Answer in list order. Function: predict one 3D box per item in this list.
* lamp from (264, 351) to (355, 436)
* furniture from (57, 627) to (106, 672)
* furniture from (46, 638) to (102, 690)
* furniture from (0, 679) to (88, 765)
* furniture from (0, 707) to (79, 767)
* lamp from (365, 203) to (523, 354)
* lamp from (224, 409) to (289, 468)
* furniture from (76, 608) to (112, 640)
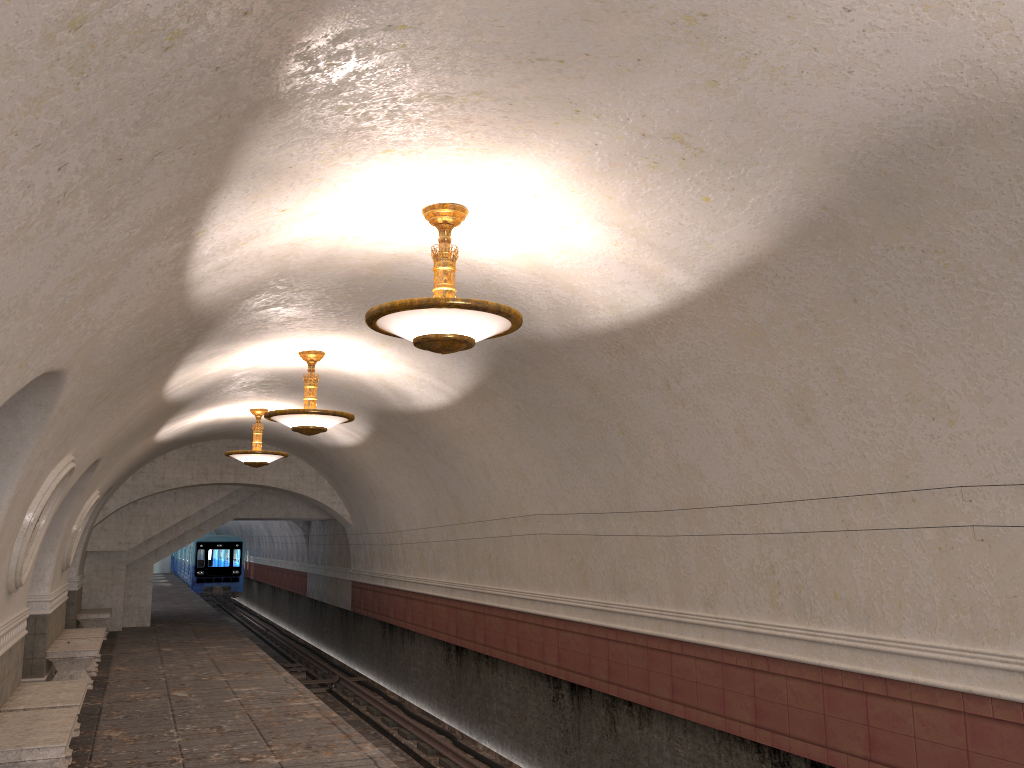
[{"bbox_3d":[-2.299,0.118,10.122,1.008,0.955,1.008,1,-10,-7],"label":"lamp"},{"bbox_3d":[-6.611,4.079,13.614,0.613,0.508,1.509,4,-11,-22],"label":"furniture"},{"bbox_3d":[-5.962,3.808,12.087,0.613,0.508,1.509,4,-11,-22],"label":"furniture"},{"bbox_3d":[-4.309,3.119,8.198,0.613,0.508,1.509,4,-11,-22],"label":"furniture"},{"bbox_3d":[-3.660,2.848,6.671,0.613,0.508,1.509,4,-11,-22],"label":"furniture"},{"bbox_3d":[-0.436,-0.660,5.736,1.008,0.955,1.008,1,-10,-7],"label":"lamp"},{"bbox_3d":[-4.163,0.896,14.509,1.008,0.955,1.008,-5,-11,23],"label":"lamp"},{"bbox_3d":[-8.394,4.823,17.812,0.613,0.508,1.509,4,-11,-22],"label":"furniture"}]
